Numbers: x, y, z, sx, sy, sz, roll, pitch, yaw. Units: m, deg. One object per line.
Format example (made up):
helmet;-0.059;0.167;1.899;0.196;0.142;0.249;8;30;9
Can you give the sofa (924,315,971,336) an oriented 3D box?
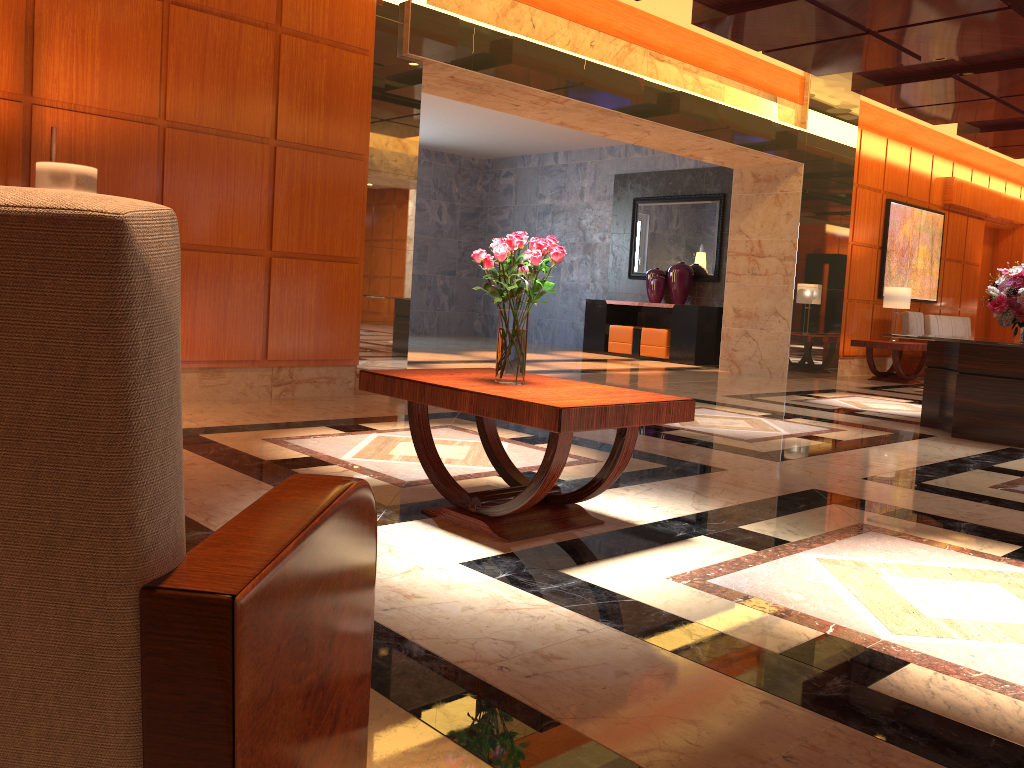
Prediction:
sofa;7.140;-0.602;14.060;1.799;0.930;0.614;-1;6;-42

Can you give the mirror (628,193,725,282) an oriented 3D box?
mirror;2.551;-2.295;13.958;0.029;1.335;1.772;0;6;-43

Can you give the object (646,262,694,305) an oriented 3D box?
object;2.393;-1.575;13.772;0.520;0.650;0.864;-1;7;-43

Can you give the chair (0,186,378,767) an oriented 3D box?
chair;-0.615;0.244;1.190;0.738;0.958;0.630;4;4;6

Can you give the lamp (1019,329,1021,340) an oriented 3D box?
lamp;8.087;-0.458;9.017;0.335;0.732;13.035;4;6;6

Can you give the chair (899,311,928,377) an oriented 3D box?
chair;6.030;-0.560;12.880;0.738;0.958;0.630;-1;6;-44

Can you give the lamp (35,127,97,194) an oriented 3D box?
lamp;-2.538;-0.598;4.943;0.528;1.656;0.360;6;5;37

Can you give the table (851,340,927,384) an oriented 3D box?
table;5.215;-0.299;12.014;1.168;0.533;0.727;-1;7;-40

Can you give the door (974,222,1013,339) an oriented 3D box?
door;8.667;-1.597;16.333;1.500;2.644;0.341;0;5;-43

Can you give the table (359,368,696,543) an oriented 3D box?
table;0.012;0.264;3.504;0.725;0.533;1.171;-1;7;-43

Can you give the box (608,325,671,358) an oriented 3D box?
box;2.079;-0.661;13.712;0.489;0.426;1.135;-1;7;-43

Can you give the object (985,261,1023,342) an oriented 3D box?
object;4.055;-0.652;6.877;0.651;0.656;0.680;7;6;38

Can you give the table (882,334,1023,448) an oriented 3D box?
table;4.001;0.047;6.907;1.601;0.743;1.605;-2;7;-43

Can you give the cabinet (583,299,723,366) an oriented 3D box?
cabinet;2.196;-0.826;13.801;0.784;0.865;2.196;-1;7;-43

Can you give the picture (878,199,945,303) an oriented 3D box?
picture;6.167;-2.001;13.622;1.997;1.448;0.057;-1;6;-43

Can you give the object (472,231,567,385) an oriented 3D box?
object;0.013;-0.299;3.459;0.326;0.594;0.351;2;5;-23
